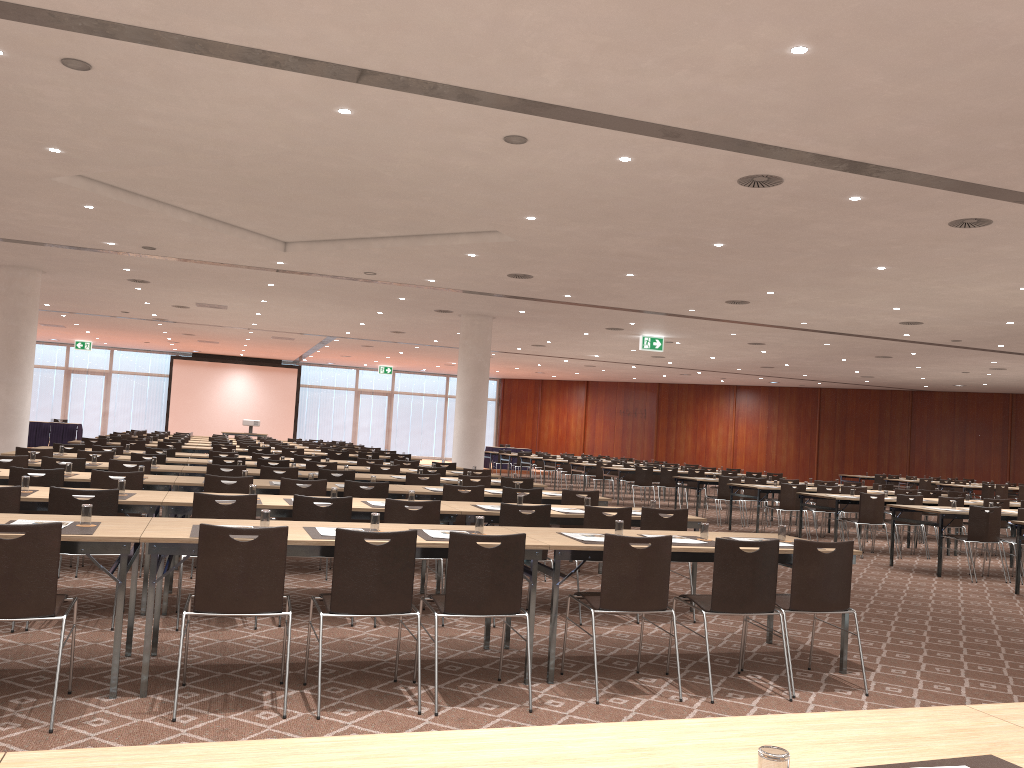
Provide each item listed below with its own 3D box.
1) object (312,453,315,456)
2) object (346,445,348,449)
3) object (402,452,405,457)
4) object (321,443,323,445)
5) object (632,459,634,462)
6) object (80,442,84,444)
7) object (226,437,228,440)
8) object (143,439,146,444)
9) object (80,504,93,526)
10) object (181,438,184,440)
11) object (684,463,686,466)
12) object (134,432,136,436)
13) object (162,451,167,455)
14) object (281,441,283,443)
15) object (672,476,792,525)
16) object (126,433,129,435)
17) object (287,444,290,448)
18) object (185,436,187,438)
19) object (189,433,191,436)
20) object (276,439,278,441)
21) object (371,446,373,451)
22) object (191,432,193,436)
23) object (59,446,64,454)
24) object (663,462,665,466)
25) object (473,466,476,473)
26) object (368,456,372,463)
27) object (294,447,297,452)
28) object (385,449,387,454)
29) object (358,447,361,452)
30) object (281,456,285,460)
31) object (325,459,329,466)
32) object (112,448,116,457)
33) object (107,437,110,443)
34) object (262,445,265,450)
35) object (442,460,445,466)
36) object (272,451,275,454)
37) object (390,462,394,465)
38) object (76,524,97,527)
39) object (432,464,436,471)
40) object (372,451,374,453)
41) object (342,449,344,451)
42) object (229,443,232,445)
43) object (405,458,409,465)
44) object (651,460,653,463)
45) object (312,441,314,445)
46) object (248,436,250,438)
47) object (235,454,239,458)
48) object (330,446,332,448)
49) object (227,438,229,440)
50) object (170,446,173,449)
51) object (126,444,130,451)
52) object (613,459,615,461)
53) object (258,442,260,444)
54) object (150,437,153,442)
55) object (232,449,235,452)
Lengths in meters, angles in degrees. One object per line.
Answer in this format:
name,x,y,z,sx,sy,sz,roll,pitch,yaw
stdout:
object,-3.382,1.236,15.083,0.054,0.114,0.054,5,-3,-30
object,-4.234,1.616,22.712,0.054,0.114,0.054,3,-3,15
object,-2.334,1.528,19.117,0.054,0.114,0.054,1,-3,38
object,-4.835,1.568,22.511,0.054,0.114,0.054,3,-3,15
object,3.760,2.370,27.461,0.054,0.114,0.054,1,-3,38
object,-6.766,0.967,13.957,0.054,0.114,0.054,5,-3,-30
object,-7.621,1.465,23.687,0.054,0.114,0.054,3,-3,15
object,-7.257,1.137,17.496,0.054,0.114,0.054,3,-3,15
object,-2.354,0.723,4.904,0.054,0.114,0.054,1,-3,38
object,-7.284,1.254,19.590,0.054,0.114,0.054,1,-3,38
object,5.019,2.351,25.779,0.054,0.114,0.054,1,-3,38
object,-9.764,1.294,22.970,0.054,0.114,0.054,1,-3,38
object,-4.889,0.997,12.473,0.054,0.114,0.054,4,-3,-7
object,-5.767,1.493,22.198,0.054,0.114,0.054,3,-3,15
object,4.426,2.338,17.717,2.267,0.832,0.953,5,-3,-18
object,-9.136,1.225,21.072,0.054,0.114,0.054,1,-3,38
object,-5.124,1.425,20.302,0.054,0.114,0.054,1,-3,38
object,-7.903,1.324,21.486,0.054,0.114,0.054,3,-3,15
object,-9.181,1.460,25.280,0.054,0.114,0.054,3,-3,15
object,-6.396,1.562,24.093,0.054,0.114,0.054,3,-3,15
object,-3.615,1.664,22.906,0.054,0.114,0.054,1,-3,38
object,-9.807,1.530,27.179,0.054,0.114,0.054,3,-3,15
object,-6.132,0.899,12.076,0.054,0.114,0.054,3,-3,15
object,4.389,2.301,25.565,0.054,0.114,0.054,1,-3,38
object,-0.590,1.339,13.903,0.054,0.114,0.054,3,-3,15
object,-2.465,1.309,15.393,0.054,0.114,0.054,4,-3,-7
object,-4.492,1.356,18.404,0.054,0.114,0.054,1,-3,38
object,-2.983,1.596,21.013,0.054,0.114,0.054,1,-3,38
object,-3.586,1.548,20.818,0.054,0.114,0.054,3,-3,15
object,-3.362,1.119,12.989,0.054,0.114,0.054,3,-3,15
object,-2.746,1.168,13.190,0.054,0.114,0.054,3,-3,15
object,-5.514,0.948,12.277,0.054,0.114,0.054,4,-3,-7
object,-7.876,1.088,17.291,0.054,0.114,0.054,1,-3,38
object,-5.100,1.308,18.205,0.054,0.114,0.054,1,-3,38
object,-1.226,1.408,15.809,0.054,0.114,0.054,5,-3,-30
object,-4.004,1.187,14.880,0.054,0.114,0.054,5,-3,-30
object,-1.830,1.241,13.497,0.054,0.114,0.054,1,-3,38
object,-2.347,0.780,4.890,0.102,0.001,0.102,1,-4,38
object,-1.209,1.290,13.697,0.054,0.114,0.054,1,-3,38
object,-2.963,1.478,18.913,0.054,0.114,0.054,3,-3,15
object,-3.568,1.430,18.717,0.054,0.114,0.054,3,-3,15
object,-5.716,1.259,17.989,0.054,0.114,0.054,1,-3,38
object,-1.847,1.359,15.608,0.054,0.114,0.054,3,-3,15
object,4.379,2.420,27.676,0.054,0.114,0.054,1,-3,38
object,-5.468,1.636,24.402,0.054,0.114,0.054,3,-3,15
object,-7.639,1.583,25.790,0.054,0.114,0.054,3,-3,15
object,-3.974,1.070,12.790,0.054,0.114,0.054,3,-3,15
object,-4.204,1.498,20.600,0.054,0.114,0.054,3,-3,15
object,-6.987,1.396,21.785,0.054,0.114,0.054,3,-3,15
object,-5.525,1.066,14.383,0.054,0.114,0.054,3,-3,15
object,-6.141,1.017,14.170,0.054,0.114,0.054,4,-3,-7
object,2.869,2.180,25.066,0.054,0.114,0.054,5,-3,-30
object,-5.732,1.377,20.096,0.054,0.114,0.054,1,-3,38
object,-7.882,1.206,19.381,0.054,0.114,0.054,1,-3,38
object,-4.610,1.139,14.683,0.054,0.114,0.054,5,-3,-30
